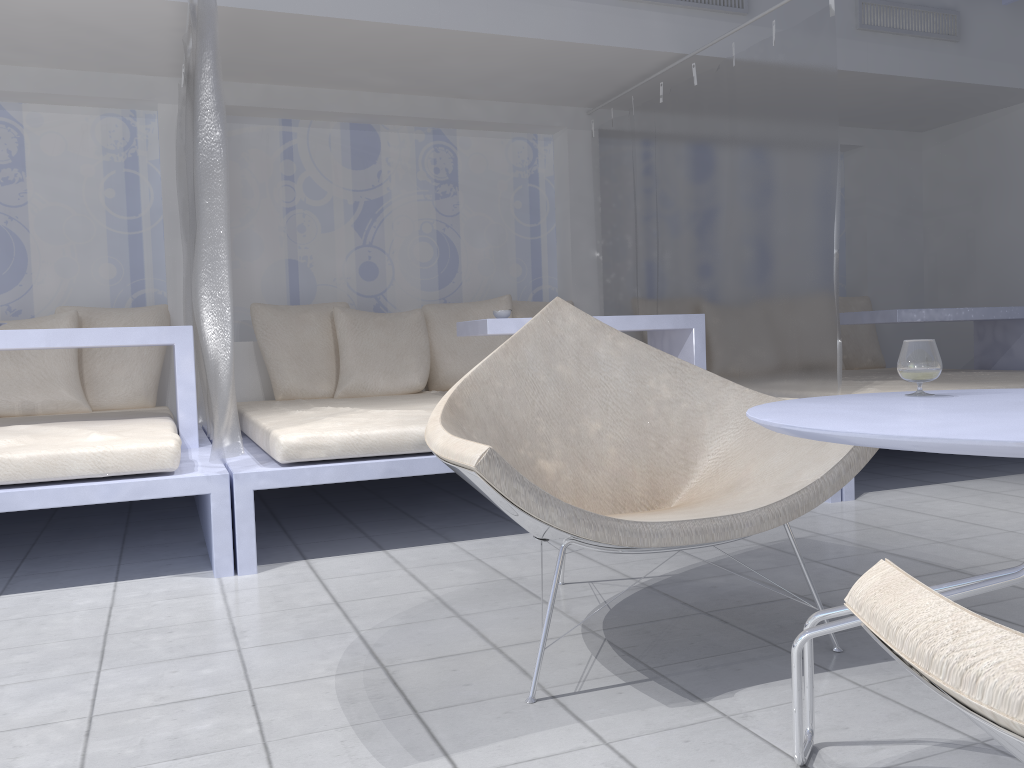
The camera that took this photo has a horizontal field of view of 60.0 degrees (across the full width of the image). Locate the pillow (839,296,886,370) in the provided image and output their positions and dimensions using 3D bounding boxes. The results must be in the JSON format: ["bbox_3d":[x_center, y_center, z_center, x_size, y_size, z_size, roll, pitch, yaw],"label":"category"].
[{"bbox_3d":[2.212,-0.328,5.837,0.524,0.521,0.230,-3,3,-24],"label":"pillow"}]

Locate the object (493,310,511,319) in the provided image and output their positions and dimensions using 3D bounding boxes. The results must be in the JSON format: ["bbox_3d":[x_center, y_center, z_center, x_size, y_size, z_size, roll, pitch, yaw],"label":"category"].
[{"bbox_3d":[-0.044,-0.307,3.973,0.082,0.043,0.082,-1,3,30],"label":"object"}]

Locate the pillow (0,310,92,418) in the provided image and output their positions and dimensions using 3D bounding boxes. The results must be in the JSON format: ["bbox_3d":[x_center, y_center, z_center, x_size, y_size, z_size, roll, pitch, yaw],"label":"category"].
[{"bbox_3d":[-2.201,-0.092,4.002,0.528,0.482,0.307,-3,3,-26],"label":"pillow"}]

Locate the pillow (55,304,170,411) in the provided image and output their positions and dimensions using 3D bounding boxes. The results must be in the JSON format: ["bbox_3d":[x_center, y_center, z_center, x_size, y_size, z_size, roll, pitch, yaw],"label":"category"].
[{"bbox_3d":[-1.918,-0.124,4.211,0.572,0.510,0.231,-3,3,-21],"label":"pillow"}]

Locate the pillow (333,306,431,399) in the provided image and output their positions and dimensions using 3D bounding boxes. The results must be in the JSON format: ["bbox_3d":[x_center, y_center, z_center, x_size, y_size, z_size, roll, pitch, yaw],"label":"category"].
[{"bbox_3d":[-0.682,-0.171,4.604,0.528,0.482,0.307,-3,3,-17],"label":"pillow"}]

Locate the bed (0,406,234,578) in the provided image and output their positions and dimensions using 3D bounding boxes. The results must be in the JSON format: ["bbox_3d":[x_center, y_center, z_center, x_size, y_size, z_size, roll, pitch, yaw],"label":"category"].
[{"bbox_3d":[-2.205,0.369,3.089,2.200,0.422,2.022,-3,3,-22],"label":"bed"}]

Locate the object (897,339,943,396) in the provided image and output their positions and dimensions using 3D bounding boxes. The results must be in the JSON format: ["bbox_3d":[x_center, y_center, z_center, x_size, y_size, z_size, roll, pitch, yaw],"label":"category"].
[{"bbox_3d":[0.666,-0.027,1.450,0.068,0.091,0.068,-4,3,-32],"label":"object"}]

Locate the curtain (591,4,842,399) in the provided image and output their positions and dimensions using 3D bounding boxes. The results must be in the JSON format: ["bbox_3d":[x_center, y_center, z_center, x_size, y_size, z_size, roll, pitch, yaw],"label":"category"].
[{"bbox_3d":[0.859,-0.665,4.248,0.125,1.559,1.998,-3,3,-23],"label":"curtain"}]

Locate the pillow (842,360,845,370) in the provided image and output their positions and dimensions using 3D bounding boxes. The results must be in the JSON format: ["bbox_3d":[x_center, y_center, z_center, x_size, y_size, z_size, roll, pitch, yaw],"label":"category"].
[{"bbox_3d":[1.820,-0.329,5.654,0.537,0.527,0.233,-2,3,-2],"label":"pillow"}]

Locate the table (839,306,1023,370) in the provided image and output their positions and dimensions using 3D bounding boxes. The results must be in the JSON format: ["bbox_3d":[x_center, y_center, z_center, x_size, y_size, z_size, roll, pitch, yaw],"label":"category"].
[{"bbox_3d":[2.377,-0.185,4.888,1.065,0.450,0.416,-3,3,-22],"label":"table"}]

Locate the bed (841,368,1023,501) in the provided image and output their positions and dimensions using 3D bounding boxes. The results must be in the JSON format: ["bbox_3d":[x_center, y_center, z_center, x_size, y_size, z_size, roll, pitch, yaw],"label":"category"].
[{"bbox_3d":[1.906,0.151,4.701,2.200,0.427,2.016,-3,3,-22],"label":"bed"}]

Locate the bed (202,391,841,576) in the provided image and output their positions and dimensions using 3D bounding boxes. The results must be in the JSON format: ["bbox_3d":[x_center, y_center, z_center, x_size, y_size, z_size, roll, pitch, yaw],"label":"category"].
[{"bbox_3d":[-0.147,0.259,3.887,2.200,0.427,2.016,-3,3,-22],"label":"bed"}]

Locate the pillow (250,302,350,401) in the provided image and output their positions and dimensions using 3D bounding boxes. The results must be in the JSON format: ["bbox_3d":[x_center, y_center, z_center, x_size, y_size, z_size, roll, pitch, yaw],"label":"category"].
[{"bbox_3d":[-1.032,-0.171,4.562,0.572,0.510,0.231,-3,3,-22],"label":"pillow"}]

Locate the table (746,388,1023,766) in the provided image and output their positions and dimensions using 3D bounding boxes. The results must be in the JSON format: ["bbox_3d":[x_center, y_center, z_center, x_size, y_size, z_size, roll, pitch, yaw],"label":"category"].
[{"bbox_3d":[0.740,0.297,1.163,0.823,0.534,0.825,-5,4,-45],"label":"table"}]

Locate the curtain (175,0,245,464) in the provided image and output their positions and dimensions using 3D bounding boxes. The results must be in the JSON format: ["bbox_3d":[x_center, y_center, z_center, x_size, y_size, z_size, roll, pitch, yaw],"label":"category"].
[{"bbox_3d":[-1.188,-0.577,3.393,0.151,1.552,2.050,-3,3,-22],"label":"curtain"}]

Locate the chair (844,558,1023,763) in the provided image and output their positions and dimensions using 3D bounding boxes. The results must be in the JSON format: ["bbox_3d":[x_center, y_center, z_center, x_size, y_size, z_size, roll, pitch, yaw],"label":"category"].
[{"bbox_3d":[0.710,0.221,0.340,0.906,0.759,0.753,-2,3,-4],"label":"chair"}]

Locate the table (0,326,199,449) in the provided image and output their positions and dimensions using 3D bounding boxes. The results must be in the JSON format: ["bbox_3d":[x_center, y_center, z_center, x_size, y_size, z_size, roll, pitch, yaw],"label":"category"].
[{"bbox_3d":[-1.734,0.030,3.259,1.065,0.450,0.416,-3,3,-22],"label":"table"}]

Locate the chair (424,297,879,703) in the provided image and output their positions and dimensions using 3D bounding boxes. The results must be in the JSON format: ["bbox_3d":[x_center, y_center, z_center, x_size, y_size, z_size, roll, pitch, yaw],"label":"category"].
[{"bbox_3d":[0.230,0.164,1.992,0.906,0.759,0.753,-3,3,-18],"label":"chair"}]

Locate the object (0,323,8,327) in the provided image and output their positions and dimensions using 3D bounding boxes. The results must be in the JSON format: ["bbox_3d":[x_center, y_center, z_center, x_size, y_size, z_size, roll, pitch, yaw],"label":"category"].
[{"bbox_3d":[-2.028,-0.195,3.141,0.429,0.031,0.275,-3,3,-20],"label":"object"}]

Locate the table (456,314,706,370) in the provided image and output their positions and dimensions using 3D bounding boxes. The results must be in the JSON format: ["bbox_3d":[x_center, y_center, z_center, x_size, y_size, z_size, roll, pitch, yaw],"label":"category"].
[{"bbox_3d":[0.323,-0.078,4.074,1.065,0.450,0.416,-3,3,-22],"label":"table"}]

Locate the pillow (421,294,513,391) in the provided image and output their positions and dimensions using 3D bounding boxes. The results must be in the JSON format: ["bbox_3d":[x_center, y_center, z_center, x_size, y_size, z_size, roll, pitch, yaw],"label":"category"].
[{"bbox_3d":[-0.233,-0.222,4.840,0.537,0.527,0.233,-2,3,-2],"label":"pillow"}]

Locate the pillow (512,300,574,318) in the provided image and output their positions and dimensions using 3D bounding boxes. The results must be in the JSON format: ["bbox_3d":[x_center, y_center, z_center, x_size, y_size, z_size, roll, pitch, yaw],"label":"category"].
[{"bbox_3d":[0.158,-0.220,5.023,0.524,0.521,0.230,-3,3,-24],"label":"pillow"}]
